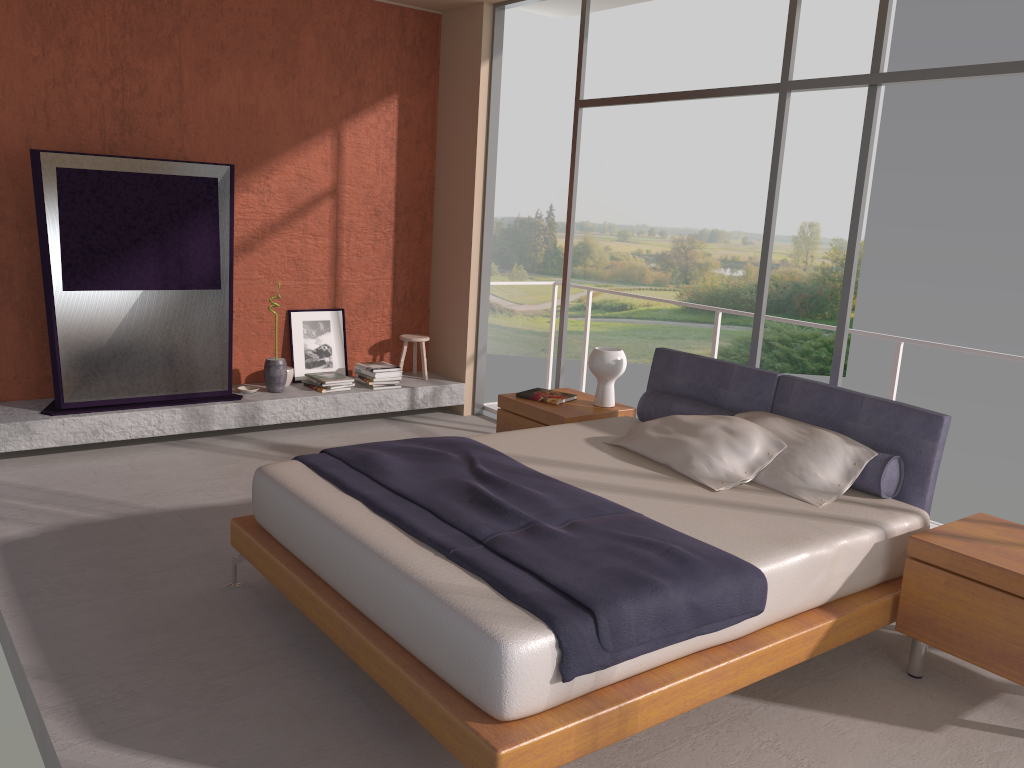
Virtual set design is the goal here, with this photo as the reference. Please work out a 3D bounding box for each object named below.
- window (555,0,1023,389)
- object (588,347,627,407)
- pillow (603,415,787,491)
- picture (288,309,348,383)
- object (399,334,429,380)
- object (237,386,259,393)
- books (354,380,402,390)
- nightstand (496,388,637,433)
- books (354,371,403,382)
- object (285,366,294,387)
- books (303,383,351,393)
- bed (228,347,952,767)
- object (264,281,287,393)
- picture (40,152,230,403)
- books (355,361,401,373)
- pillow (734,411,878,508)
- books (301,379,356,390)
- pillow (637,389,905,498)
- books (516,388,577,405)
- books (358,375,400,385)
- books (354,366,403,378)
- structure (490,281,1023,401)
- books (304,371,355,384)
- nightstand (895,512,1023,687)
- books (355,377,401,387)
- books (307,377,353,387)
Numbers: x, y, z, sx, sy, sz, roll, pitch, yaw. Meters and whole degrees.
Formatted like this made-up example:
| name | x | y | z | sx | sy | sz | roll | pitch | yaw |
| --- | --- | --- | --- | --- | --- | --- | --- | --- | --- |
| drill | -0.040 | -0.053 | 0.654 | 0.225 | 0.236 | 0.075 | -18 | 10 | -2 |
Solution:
| name | x | y | z | sx | sy | sz | roll | pitch | yaw |
| --- | --- | --- | --- | --- | --- | --- | --- | --- | --- |
| window | 2.208 | -0.512 | 3.858 | 0.075 | 3.133 | 6.106 | -5 | 14 | -37 |
| object | 0.556 | -0.040 | 5.227 | 0.224 | 0.338 | 0.224 | -2 | 13 | -25 |
| pillow | 0.834 | 0.272 | 4.168 | 0.431 | 0.264 | 0.869 | -3 | 13 | -29 |
| picture | -1.496 | -0.301 | 6.870 | 0.458 | 0.550 | 0.117 | -5 | 14 | -37 |
| object | -0.786 | -0.217 | 7.214 | 0.260 | 0.349 | 0.257 | 8 | 12 | 21 |
| object | -1.894 | 0.048 | 6.370 | 0.152 | 0.040 | 0.152 | 3 | 11 | -3 |
| books | -1.041 | -0.003 | 6.891 | 0.247 | 0.018 | 0.328 | -5 | 14 | -35 |
| nightstand | 0.310 | 0.375 | 5.375 | 0.562 | 0.556 | 0.628 | -5 | 14 | -37 |
| books | -1.037 | -0.068 | 6.877 | 0.247 | 0.027 | 0.328 | -5 | 14 | -35 |
| object | -1.723 | -0.051 | 6.625 | 0.179 | 0.137 | 0.180 | -2 | 13 | -24 |
| books | -1.387 | 0.018 | 6.664 | 0.247 | 0.025 | 0.287 | -6 | 15 | -40 |
| bed | 0.350 | 0.506 | 3.761 | 2.462 | 0.959 | 2.017 | -5 | 14 | -37 |
| object | -1.694 | -0.339 | 6.357 | 0.165 | 0.810 | 0.165 | 1 | 12 | -14 |
| picture | -2.341 | -0.664 | 5.660 | 1.129 | 1.496 | 0.126 | -5 | 14 | -37 |
| books | -1.037 | -0.132 | 6.869 | 0.247 | 0.025 | 0.287 | -5 | 14 | -37 |
| pillow | 1.196 | 0.318 | 3.999 | 0.400 | 0.265 | 0.791 | -4 | 14 | -34 |
| books | -1.380 | -0.007 | 6.674 | 0.328 | 0.018 | 0.247 | 12 | 14 | 36 |
| pillow | 1.192 | 0.260 | 4.333 | 0.205 | 0.201 | 1.470 | -5 | 14 | -37 |
| books | 0.210 | 0.073 | 5.367 | 0.287 | 0.025 | 0.247 | 11 | 14 | 32 |
| books | -1.030 | -0.037 | 6.866 | 0.247 | 0.025 | 0.287 | -2 | 13 | -26 |
| books | -1.035 | -0.100 | 6.871 | 0.247 | 0.038 | 0.319 | -6 | 15 | -39 |
| structure | 2.354 | 0.384 | 4.443 | 0.728 | 1.005 | 7.689 | -5 | 14 | -37 |
| books | -1.370 | -0.048 | 6.659 | 0.247 | 0.018 | 0.328 | -6 | 15 | -40 |
| nightstand | 1.893 | 0.884 | 3.323 | 0.562 | 0.556 | 0.628 | -5 | 14 | -37 |
| books | -1.044 | -0.021 | 6.892 | 0.247 | 0.018 | 0.287 | -5 | 14 | -37 |
| books | -1.367 | -0.026 | 6.660 | 0.247 | 0.025 | 0.287 | -5 | 14 | -35 |
